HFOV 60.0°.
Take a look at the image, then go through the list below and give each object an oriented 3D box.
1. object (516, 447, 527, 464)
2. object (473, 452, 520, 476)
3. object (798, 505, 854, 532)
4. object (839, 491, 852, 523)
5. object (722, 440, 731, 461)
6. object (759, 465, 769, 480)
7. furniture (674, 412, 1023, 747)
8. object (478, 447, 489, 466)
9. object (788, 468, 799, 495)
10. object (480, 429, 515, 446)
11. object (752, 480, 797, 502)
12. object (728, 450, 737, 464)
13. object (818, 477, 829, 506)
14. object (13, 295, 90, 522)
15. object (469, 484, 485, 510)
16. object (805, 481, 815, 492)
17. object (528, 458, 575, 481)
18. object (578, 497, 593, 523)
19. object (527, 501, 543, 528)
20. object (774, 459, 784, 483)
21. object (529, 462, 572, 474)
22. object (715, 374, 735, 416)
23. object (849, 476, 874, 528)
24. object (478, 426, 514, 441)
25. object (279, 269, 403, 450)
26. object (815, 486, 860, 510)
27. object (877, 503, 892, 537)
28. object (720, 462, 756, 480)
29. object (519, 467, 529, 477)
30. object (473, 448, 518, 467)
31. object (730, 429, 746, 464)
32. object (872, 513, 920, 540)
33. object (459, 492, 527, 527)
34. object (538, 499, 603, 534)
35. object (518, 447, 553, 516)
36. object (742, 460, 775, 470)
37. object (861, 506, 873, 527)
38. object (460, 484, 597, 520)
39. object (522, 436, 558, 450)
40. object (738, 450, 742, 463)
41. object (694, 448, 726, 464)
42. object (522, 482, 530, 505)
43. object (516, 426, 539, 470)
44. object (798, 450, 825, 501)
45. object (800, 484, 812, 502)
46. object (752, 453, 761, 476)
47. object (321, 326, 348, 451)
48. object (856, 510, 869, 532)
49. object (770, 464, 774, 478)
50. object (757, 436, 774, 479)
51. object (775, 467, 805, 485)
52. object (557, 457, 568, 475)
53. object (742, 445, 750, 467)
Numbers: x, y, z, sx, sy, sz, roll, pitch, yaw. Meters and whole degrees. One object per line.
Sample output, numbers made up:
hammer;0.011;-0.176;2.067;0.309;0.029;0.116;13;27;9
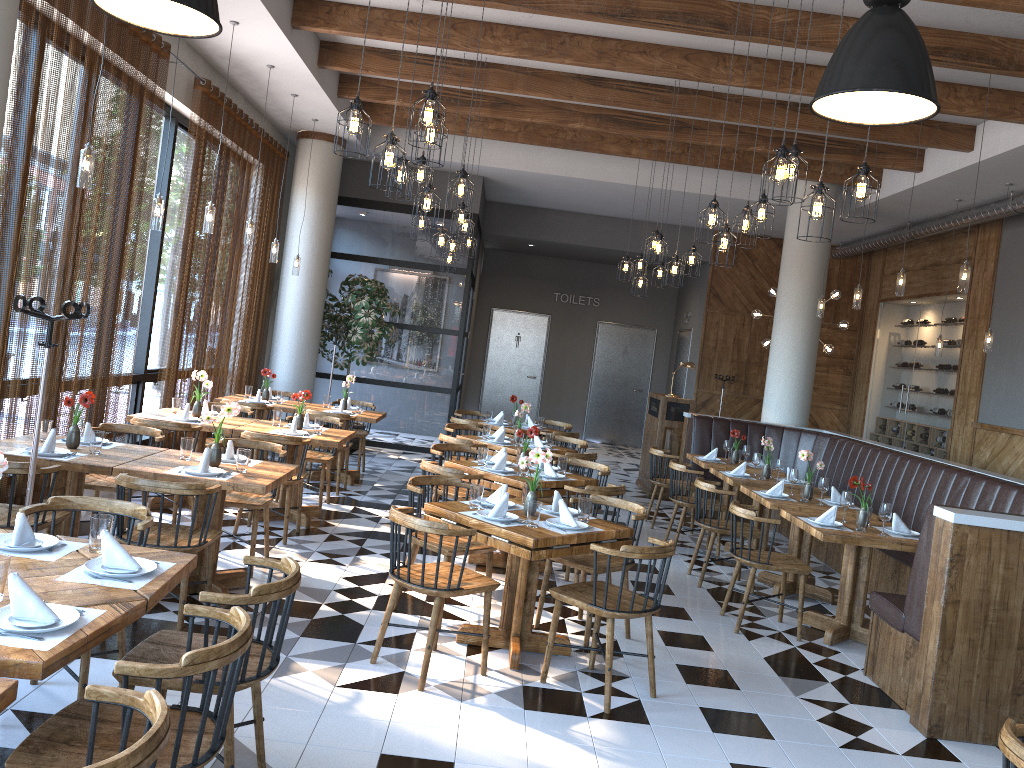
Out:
object;0.073;0.582;7.126;0.080;0.132;0.080;7;1;4
object;-0.093;0.581;6.626;0.353;0.137;0.271;9;3;44
object;2.147;0.890;6.056;0.272;0.137;0.352;7;2;-1
object;2.356;0.868;6.263;0.081;0.215;0.081;7;0;8
object;2.314;0.716;9.564;0.081;0.215;0.081;7;0;-9
object;2.321;0.820;8.183;0.080;0.132;0.080;7;1;-16
furniture;3.062;1.189;7.765;1.917;1.150;6.593;7;2;-1
object;-0.227;0.558;6.814;0.080;0.132;0.080;7;1;4
object;2.342;0.816;7.387;0.081;0.215;0.081;7;1;-37
object;-0.119;0.495;8.489;0.353;0.137;0.271;9;3;44
object;2.133;0.838;7.179;0.272;0.137;0.352;7;2;-1
object;2.307;0.769;9.286;0.080;0.132;0.080;7;1;-16
object;2.455;0.847;7.001;0.081;0.215;0.081;7;1;-37
object;-2.229;0.426;4.113;0.374;1.658;0.375;7;0;-18
object;-0.204;0.641;5.022;0.080;0.132;0.080;7;1;-26
object;2.457;0.875;7.318;0.080;0.132;0.080;7;1;-1
object;0.283;0.628;6.634;0.273;0.137;0.351;9;3;44
object;0.411;0.718;5.043;0.080;0.132;0.080;7;1;-36
object;0.115;0.695;4.719;0.080;0.132;0.080;7;1;-26
object;2.441;0.797;8.102;0.081;0.215;0.081;7;0;30
object;0.272;0.610;7.012;0.353;0.137;0.271;9;3;44
object;3.425;0.671;14.690;0.375;1.658;0.374;7;0;22
object;2.382;0.808;6.081;0.171;0.355;0.156;7;0;2
object;-0.131;0.477;8.867;0.273;0.137;0.351;9;3;44
object;-2.433;-0.424;12.052;1.632;2.592;1.382;7;1;-17
object;2.654;0.904;7.177;0.272;0.137;0.352;7;2;-1
object;2.470;0.899;5.874;0.081;0.215;0.081;7;0;-32
object;2.119;0.787;8.287;0.272;0.137;0.352;7;2;-1
object;0.092;0.612;6.510;0.080;0.132;0.080;7;1;14
object;-0.104;0.563;7.003;0.273;0.137;0.351;9;3;44
object;2.378;0.661;9.399;0.156;0.355;0.171;7;1;-8
object;2.668;0.956;6.054;0.272;0.137;0.352;7;2;-1
object;-0.073;0.663;4.832;0.353;0.137;0.271;9;3;44
object;0.303;0.711;4.840;0.273;0.137;0.351;9;3;44
object;0.116;0.547;4.996;0.207;0.400;0.146;7;0;19
object;2.626;0.802;9.384;0.272;0.137;0.352;7;2;-1
object;2.471;0.927;6.191;0.080;0.132;0.080;7;1;-1
object;0.104;0.670;5.185;0.579;0.137;0.580;10;3;44
object;0.257;0.542;8.497;0.273;0.137;0.351;9;3;44
object;2.428;0.774;9.523;0.080;0.132;0.080;7;1;-1
object;2.105;0.736;9.386;0.272;0.137;0.352;7;2;-1
object;0.096;0.665;5.335;0.080;0.132;0.080;7;1;-36
object;0.117;0.491;6.783;0.156;0.355;0.171;7;1;-36
object;2.418;0.741;7.201;0.206;0.400;0.146;7;0;1
object;2.335;0.872;7.055;0.080;0.132;0.080;7;1;4
object;2.328;0.766;8.460;0.081;0.215;0.081;7;0;-9
object;-2.322;0.096;11.276;0.375;1.658;0.374;7;0;22
object;2.349;0.922;5.954;0.080;0.132;0.080;7;1;-16
object;2.443;0.825;8.419;0.080;0.132;0.080;7;1;-1
object;2.377;0.687;8.299;0.146;0.400;0.206;7;1;7
object;2.640;0.853;8.285;0.272;0.137;0.352;7;2;-1
object;0.388;0.635;6.834;0.080;0.132;0.080;7;1;4
object;2.427;0.746;9.206;0.081;0.215;0.081;7;0;30
